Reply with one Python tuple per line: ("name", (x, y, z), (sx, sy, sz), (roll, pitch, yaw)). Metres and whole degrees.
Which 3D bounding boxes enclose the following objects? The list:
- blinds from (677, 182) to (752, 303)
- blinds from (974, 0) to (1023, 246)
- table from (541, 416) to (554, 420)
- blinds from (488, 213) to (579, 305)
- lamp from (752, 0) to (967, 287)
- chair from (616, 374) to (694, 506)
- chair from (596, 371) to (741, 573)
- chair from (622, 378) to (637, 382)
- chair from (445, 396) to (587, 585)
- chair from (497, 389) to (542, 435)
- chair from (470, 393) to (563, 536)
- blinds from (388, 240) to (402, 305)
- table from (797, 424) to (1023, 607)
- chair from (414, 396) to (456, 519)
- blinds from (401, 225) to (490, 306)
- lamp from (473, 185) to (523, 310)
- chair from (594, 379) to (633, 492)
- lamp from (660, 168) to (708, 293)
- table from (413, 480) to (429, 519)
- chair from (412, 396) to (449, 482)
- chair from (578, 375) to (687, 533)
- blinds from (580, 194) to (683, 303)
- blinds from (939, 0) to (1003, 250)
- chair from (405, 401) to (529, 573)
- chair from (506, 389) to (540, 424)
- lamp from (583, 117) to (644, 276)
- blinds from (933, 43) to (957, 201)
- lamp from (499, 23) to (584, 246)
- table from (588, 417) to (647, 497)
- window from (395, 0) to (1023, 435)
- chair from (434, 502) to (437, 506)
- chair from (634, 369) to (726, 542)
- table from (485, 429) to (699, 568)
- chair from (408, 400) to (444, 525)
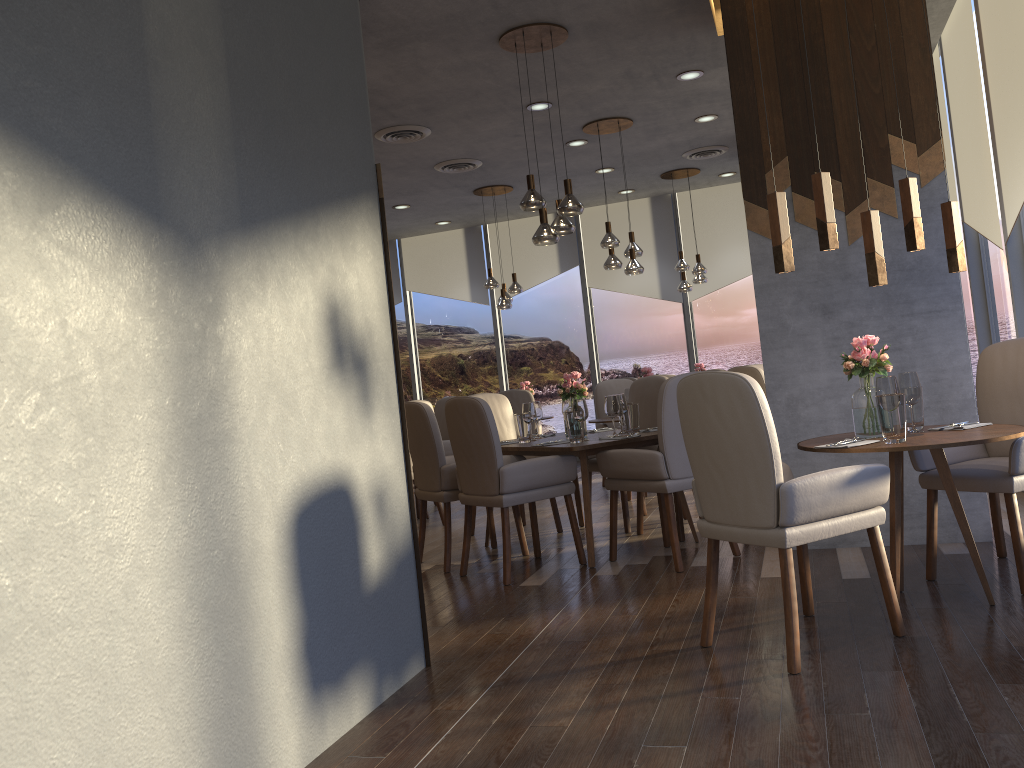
("blinds", (2.598, -2.395, 10.787), (1.172, 2.684, 0.007), (-7, -2, 18))
("blinds", (2.675, -2.156, 4.874), (0.007, 2.684, 1.173), (-7, -2, 18))
("table", (0.071, 0.725, 9.597), (0.835, 0.663, 0.832), (-6, -1, -22))
("blinds", (0.205, -2.436, 11.556), (1.172, 2.684, 0.007), (-7, -2, 18))
("lamp", (1.361, -1.353, 3.572), (1.162, 1.934, 0.118), (-5, -2, -27))
("chair", (1.134, 0.431, 6.998), (0.528, 1.001, 0.599), (-6, -2, -5))
("chair", (0.837, 0.451, 4.818), (0.529, 1.001, 0.598), (-5, -2, -34))
("chair", (1.531, 0.402, 9.571), (0.600, 1.001, 0.527), (-5, -2, -25))
("chair", (-0.004, 0.541, 4.935), (0.600, 1.001, 0.527), (-5, -2, -36))
("chair", (0.054, 0.556, 9.029), (0.528, 1.001, 0.599), (-6, -2, -1))
("chair", (-0.039, 0.551, 6.214), (0.529, 1.001, 0.598), (-5, -2, -29))
("blinds", (-2.155, -2.037, 12.313), (1.172, 2.684, 0.007), (-7, -2, 18))
("table", (1.592, 0.533, 3.475), (0.833, 0.663, 0.833), (-6, -1, 9))
("chair", (-0.729, 0.633, 7.845), (0.600, 1.001, 0.527), (-5, -2, -36))
("blinds", (-0.991, -2.308, 11.940), (1.172, 2.684, 0.007), (-7, -2, 18))
("lamp", (-0.137, -1.466, 9.696), (0.439, 1.328, 0.439), (-7, -2, 20))
("chair", (1.050, 0.446, 8.155), (0.528, 1.001, 0.599), (-6, -2, -6))
("lamp", (1.943, -1.685, 9.841), (0.440, 1.328, 0.438), (-6, -2, -15))
("table", (-1.394, 0.869, 7.645), (0.966, 0.666, 1.304), (-5, -1, -39))
("chair", (-1.044, 0.683, 11.209), (0.600, 1.001, 0.527), (-6, -2, -16))
("chair", (0.818, 0.460, 6.098), (0.600, 1.001, 0.527), (-5, -2, -34))
("blinds", (1.417, -2.268, 11.166), (1.172, 2.684, 0.007), (-7, -2, 18))
("blinds", (3.059, -2.172, 6.061), (0.007, 2.684, 1.173), (-7, -2, 18))
("chair", (-0.312, 0.576, 5.411), (0.600, 1.001, 0.527), (-5, -2, -29))
("chair", (0.058, 0.562, 10.189), (0.528, 1.001, 0.599), (-6, -2, -2))
("lamp", (0.901, -1.586, 7.675), (0.439, 1.328, 0.439), (-7, -2, 25))
("blinds", (3.439, -2.213, 7.248), (0.007, 2.684, 1.173), (-7, -2, 18))
("lamp", (0.205, -1.524, 5.562), (0.439, 1.328, 0.439), (-6, -2, 3))
("table", (1.105, 0.606, 7.587), (0.834, 0.663, 0.833), (-6, -1, -8))
("window", (1.039, -0.908, 8.382), (8.070, 3.202, 16.088), (-6, 0, -27))
("chair", (-1.076, 0.672, 8.289), (0.600, 1.001, 0.527), (-5, -2, -41))
("chair", (1.106, 0.427, 5.614), (0.600, 1.001, 0.527), (-5, -2, -29))
("table", (0.428, 0.665, 5.502), (0.966, 0.666, 1.304), (-5, -1, -31))
("chair", (-0.892, 0.645, 7.008), (0.529, 1.001, 0.598), (-4, -2, -41))
